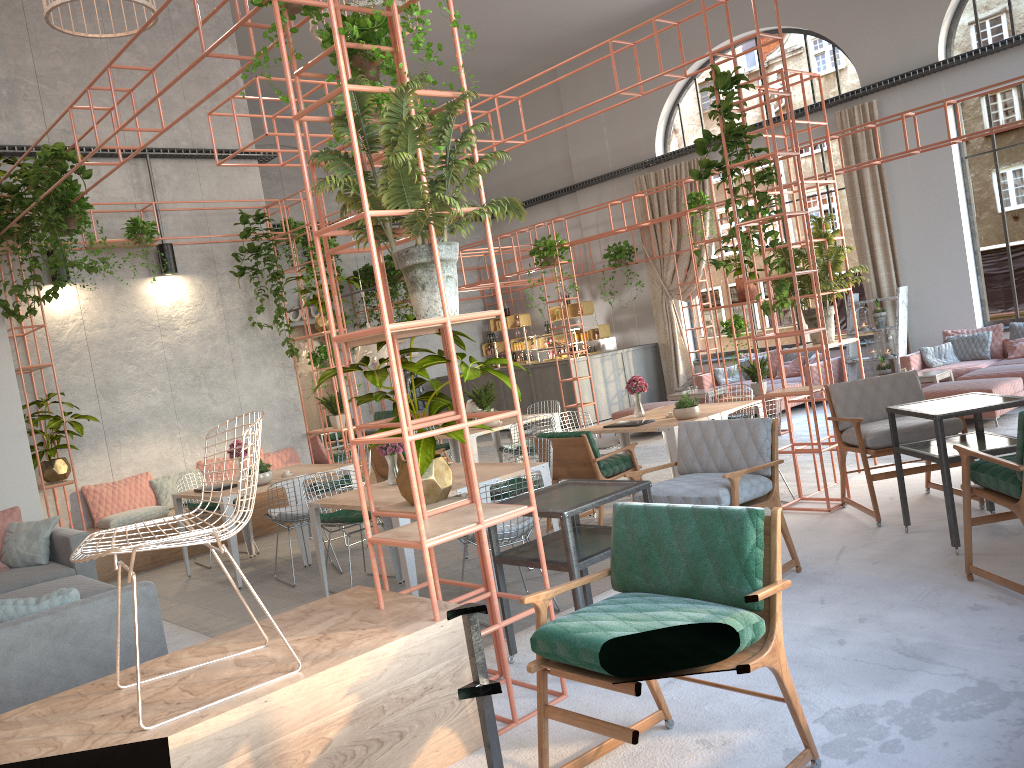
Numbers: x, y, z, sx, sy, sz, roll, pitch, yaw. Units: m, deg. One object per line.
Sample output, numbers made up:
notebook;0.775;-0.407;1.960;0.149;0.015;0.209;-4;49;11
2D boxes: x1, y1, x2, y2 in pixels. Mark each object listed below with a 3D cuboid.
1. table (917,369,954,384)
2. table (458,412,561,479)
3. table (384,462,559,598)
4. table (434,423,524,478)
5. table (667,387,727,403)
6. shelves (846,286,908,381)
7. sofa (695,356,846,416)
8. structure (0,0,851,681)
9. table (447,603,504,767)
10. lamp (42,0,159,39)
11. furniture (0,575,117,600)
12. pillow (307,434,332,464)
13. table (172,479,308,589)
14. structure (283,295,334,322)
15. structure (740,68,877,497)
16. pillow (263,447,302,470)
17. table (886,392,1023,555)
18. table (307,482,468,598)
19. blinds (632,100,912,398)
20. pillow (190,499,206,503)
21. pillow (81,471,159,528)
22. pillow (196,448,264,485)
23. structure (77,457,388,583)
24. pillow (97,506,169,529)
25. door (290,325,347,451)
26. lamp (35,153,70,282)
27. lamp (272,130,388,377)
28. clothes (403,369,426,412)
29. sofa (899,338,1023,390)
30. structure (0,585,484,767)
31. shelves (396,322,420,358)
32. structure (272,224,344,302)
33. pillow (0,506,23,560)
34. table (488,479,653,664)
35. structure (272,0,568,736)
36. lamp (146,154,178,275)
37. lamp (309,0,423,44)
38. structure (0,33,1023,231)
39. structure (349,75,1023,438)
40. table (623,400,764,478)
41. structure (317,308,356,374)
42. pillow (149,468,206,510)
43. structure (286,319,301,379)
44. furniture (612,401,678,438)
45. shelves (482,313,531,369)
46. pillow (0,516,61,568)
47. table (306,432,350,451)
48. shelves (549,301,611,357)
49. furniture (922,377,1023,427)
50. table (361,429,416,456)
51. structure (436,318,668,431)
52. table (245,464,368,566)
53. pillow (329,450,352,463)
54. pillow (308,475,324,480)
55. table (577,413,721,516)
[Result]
table;5.377;0.099;11.836;0.520;0.455;0.916;-12;4;-41
table;-0.032;0.843;10.802;0.694;0.830;1.214;-12;4;-41
table;-0.309;1.091;6.887;0.694;0.830;1.214;-12;4;-41
table;-0.542;0.951;10.339;0.694;0.830;1.205;-12;4;-41
table;3.050;0.346;14.486;0.520;0.455;0.916;-12;4;-41
shelves;5.608;-0.620;13.658;0.856;1.618;0.842;-12;4;-41
sofa;3.932;0.097;14.361;1.960;0.672;2.219;-12;4;-41
structure;-3.769;-0.491;10.348;4.501;4.345;14.096;-12;4;-43
table;-0.110;1.116;2.428;0.635;0.798;0.602;-12;4;-41
lamp;-3.737;-4.793;7.396;0.883;3.476;0.883;-9;3;11
furniture;-3.185;1.622;5.924;0.941;0.446;0.975;-12;4;-41
pillow;-2.852;0.928;12.289;0.839;0.474;0.276;-7;4;39
table;-2.616;1.393;8.477;0.694;0.830;1.205;-12;4;-41
structure;-4.159;-1.507;17.605;1.312;0.505;0.063;-12;4;-41
structure;2.569;-0.820;7.632;0.624;3.602;0.424;-12;4;-41
pillow;-2.978;1.045;11.352;0.289;0.385;0.666;-7;4;44
table;2.695;0.503;5.250;0.602;0.798;0.635;-10;3;-1
table;-0.817;1.199;6.426;0.694;0.830;1.205;-12;4;-41
blinds;4.289;-2.047;15.561;0.414;4.389;4.957;-12;4;-40
pillow;-3.390;1.302;10.431;0.637;0.149;0.491;-12;4;-40
pillow;-4.415;1.300;10.096;0.276;0.474;0.839;-7;4;39
pillow;-3.445;1.097;10.908;0.839;0.474;0.276;-11;3;-21
structure;-4.896;1.747;12.522;4.386;0.500;5.831;-12;4;-41
pillow;-4.160;1.466;9.739;0.637;0.149;0.491;-12;4;-40
door;-4.334;0.203;18.249;1.360;2.729;0.551;-12;4;-41
lamp;-5.094;-1.832;9.767;0.179;1.425;0.185;-12;4;-41
lamp;-3.552;-2.111;14.481;0.704;4.052;4.456;-12;4;-41
clothes;-2.152;0.157;19.067;0.366;0.997;0.625;-8;3;29
sofa;6.257;-0.154;11.711;1.960;0.672;2.219;-12;4;-41
structure;-3.042;1.347;4.350;3.396;1.111;9.152;-12;4;-41
shelves;-2.289;-0.951;19.050;0.560;0.790;0.186;-12;4;-41
structure;-4.223;-2.341;17.486;0.856;1.514;1.939;-7;4;43
pillow;-4.399;1.326;7.209;0.836;0.476;0.273;-12;4;-41
table;0.337;0.939;4.410;0.635;0.798;0.602;-12;4;-41
structure;-0.267;-0.349;3.716;0.748;3.623;0.722;-12;4;-41
lamp;-4.206;-2.021;10.565;0.179;1.425;0.185;-12;4;-41
lamp;-1.417;-4.506;6.865;0.883;3.476;0.883;-9;3;11
structure;-1.231;-3.255;10.336;15.603;0.110;15.203;-12;4;-41
structure;2.919;-1.235;14.163;4.157;4.247;14.689;-12;4;-41
table;1.814;0.655;8.727;0.694;0.830;1.214;-12;4;-41
structure;-3.672;-0.974;18.112;0.950;1.527;0.921;-12;4;-43
pillow;-3.921;1.246;10.506;0.289;0.385;0.666;-7;4;44
structure;-4.617;-0.790;17.207;0.921;1.527;0.950;-10;3;-8
furniture;2.208;0.529;13.676;0.941;0.446;0.976;-12;4;-41
shelves;0.066;-0.609;19.909;0.328;1.838;1.750;-12;4;-41
pillow;-3.935;1.296;7.189;0.495;0.349;0.308;-9;3;8
table;-2.966;1.169;14.623;0.635;0.798;0.602;-12;4;-41
shelves;1.329;-0.746;18.470;0.328;1.838;1.750;-12;4;-41
furniture;5.234;0.203;10.228;0.941;0.446;0.976;-12;4;-41
table;-1.811;1.044;13.307;0.635;0.798;0.602;-12;4;-41
structure;0.679;-0.262;18.380;2.579;2.022;4.057;-12;4;-41
table;-2.107;1.284;8.939;0.694;0.830;1.214;-12;4;-41
pillow;-2.581;1.052;12.658;0.491;0.149;0.637;-12;4;-40
pillow;-2.642;1.142;11.102;0.637;0.149;0.491;-12;4;-40
table;1.305;0.764;8.265;0.694;0.830;1.205;-12;4;-41
